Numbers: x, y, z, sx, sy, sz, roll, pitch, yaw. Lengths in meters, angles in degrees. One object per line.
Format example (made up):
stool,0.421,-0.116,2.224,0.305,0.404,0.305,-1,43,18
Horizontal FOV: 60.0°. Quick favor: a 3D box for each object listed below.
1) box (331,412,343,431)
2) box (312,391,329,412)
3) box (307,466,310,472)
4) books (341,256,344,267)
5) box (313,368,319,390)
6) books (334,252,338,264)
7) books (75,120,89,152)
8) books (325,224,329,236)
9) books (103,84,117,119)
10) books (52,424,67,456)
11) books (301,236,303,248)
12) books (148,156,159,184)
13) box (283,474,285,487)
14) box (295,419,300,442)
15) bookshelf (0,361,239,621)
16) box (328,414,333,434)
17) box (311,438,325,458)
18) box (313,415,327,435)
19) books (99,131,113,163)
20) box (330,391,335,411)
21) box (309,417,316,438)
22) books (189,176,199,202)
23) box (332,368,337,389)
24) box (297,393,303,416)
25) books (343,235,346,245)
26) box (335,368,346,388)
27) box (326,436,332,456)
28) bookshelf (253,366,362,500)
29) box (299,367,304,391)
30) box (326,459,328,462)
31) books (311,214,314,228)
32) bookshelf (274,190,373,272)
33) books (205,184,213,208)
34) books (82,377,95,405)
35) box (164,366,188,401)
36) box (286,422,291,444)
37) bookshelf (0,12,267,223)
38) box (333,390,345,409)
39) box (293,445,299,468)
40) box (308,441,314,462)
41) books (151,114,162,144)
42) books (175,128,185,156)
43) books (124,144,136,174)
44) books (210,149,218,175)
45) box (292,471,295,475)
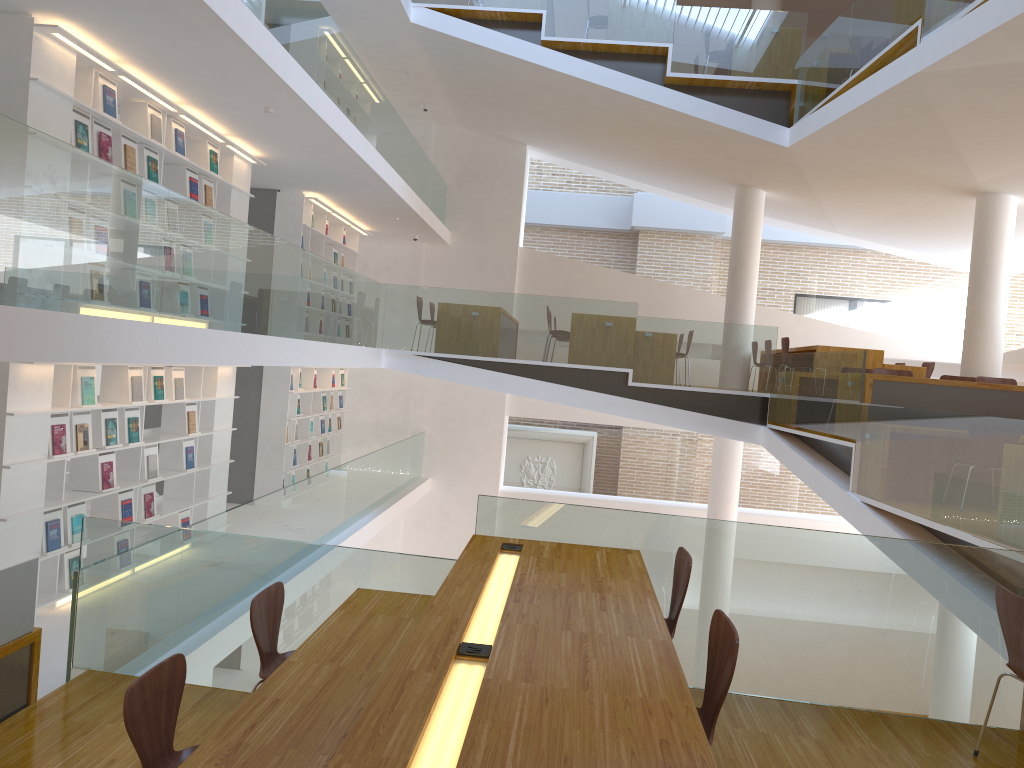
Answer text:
box,-2.739,0.552,13.579,0.274,0.296,0.245,5,1,4
box,-2.777,0.238,12.674,0.274,0.296,0.245,5,1,4
box,-2.898,1.229,12.143,0.274,0.296,0.245,5,1,4
books,-2.484,-1.770,12.978,0.037,0.210,0.145,5,1,4
box,-2.788,-0.082,12.108,0.274,0.296,0.245,5,1,4
books,-2.509,-1.765,12.629,0.037,0.210,0.145,5,1,4
books,-2.922,-1.670,6.027,0.037,0.210,0.145,5,1,4
books,-2.523,-2.071,12.065,0.037,0.210,0.145,5,1,4
books,-2.868,-2.008,6.326,0.037,0.210,0.145,5,1,4
books,-3.091,0.383,6.054,0.037,0.210,0.145,5,1,4
books,-2.622,-1.743,11.014,0.037,0.210,0.145,5,1,4
books,-2.845,-1.688,7.032,0.037,0.210,0.145,5,1,4
box,-2.974,1.245,11.084,0.274,0.296,0.245,5,1,4
box,-2.893,0.583,11.447,0.274,0.296,0.245,5,1,4
bookshelf,-3.177,0.660,7.319,0.397,1.836,3.666,5,1,4
box,-2.779,0.560,13.031,0.274,0.296,0.245,5,1,4
box,-2.830,0.893,12.700,0.274,0.296,0.245,5,1,4
box,-2.804,0.565,12.680,0.274,0.296,0.245,5,1,4
books,-2.898,-1.679,6.331,0.037,0.210,0.145,5,1,4
box,-2.751,0.232,13.035,0.274,0.296,0.245,5,1,4
box,-2.843,0.573,12.144,0.274,0.296,0.245,5,1,4
books,-2.793,-1.702,7.791,0.037,0.210,0.145,5,1,4
box,-2.724,-0.094,13.028,0.274,0.296,0.245,5,1,4
box,-2.864,0.251,11.463,0.274,0.296,0.245,5,1,4
books,-2.458,-2.084,12.972,0.037,0.210,0.145,5,1,4
box,-2.686,-0.103,13.552,0.274,0.296,0.245,5,1,4
box,-2.804,0.887,13.058,0.274,0.296,0.245,5,1,4
bookshelf,-2.759,0.590,12.364,0.498,1.836,2.984,5,1,4
box,-2.839,-0.071,11.432,0.274,0.296,0.245,5,1,4
box,-2.832,1.215,13.055,0.274,0.296,0.245,5,1,4
books,-2.571,-2.077,11.379,0.037,0.210,0.145,5,1,4
bookshelf,-2.590,-1.463,12.322,0.498,1.836,2.984,5,1,4
books,-2.771,-1.703,8.106,0.037,0.210,0.145,5,1,4
books,-3.038,0.053,6.362,0.037,0.210,0.145,5,1,4
box,-3.419,1.775,4.448,0.498,3.764,7.125,5,1,4
box,-2.920,0.589,11.073,0.274,0.296,0.245,5,1,4
bookshelf,-2.957,-1.389,7.273,0.498,1.836,3.666,5,1,4
box,-2.713,0.224,13.559,0.274,0.296,0.245,5,1,4
box,-2.917,0.910,11.493,0.274,0.296,0.245,5,1,4
box,-2.871,0.901,12.137,0.274,0.296,0.245,5,1,4
books,-2.817,-2.017,7.032,0.037,0.210,0.145,5,1,4
books,-2.787,-2.024,7.451,0.037,0.210,0.145,5,1,4
books,-2.874,-1.683,6.677,0.037,0.210,0.145,5,1,4
books,-2.737,-2.033,8.150,0.037,0.210,0.145,5,1,4
box,-2.943,1.238,11.510,0.274,0.296,0.245,5,1,4
